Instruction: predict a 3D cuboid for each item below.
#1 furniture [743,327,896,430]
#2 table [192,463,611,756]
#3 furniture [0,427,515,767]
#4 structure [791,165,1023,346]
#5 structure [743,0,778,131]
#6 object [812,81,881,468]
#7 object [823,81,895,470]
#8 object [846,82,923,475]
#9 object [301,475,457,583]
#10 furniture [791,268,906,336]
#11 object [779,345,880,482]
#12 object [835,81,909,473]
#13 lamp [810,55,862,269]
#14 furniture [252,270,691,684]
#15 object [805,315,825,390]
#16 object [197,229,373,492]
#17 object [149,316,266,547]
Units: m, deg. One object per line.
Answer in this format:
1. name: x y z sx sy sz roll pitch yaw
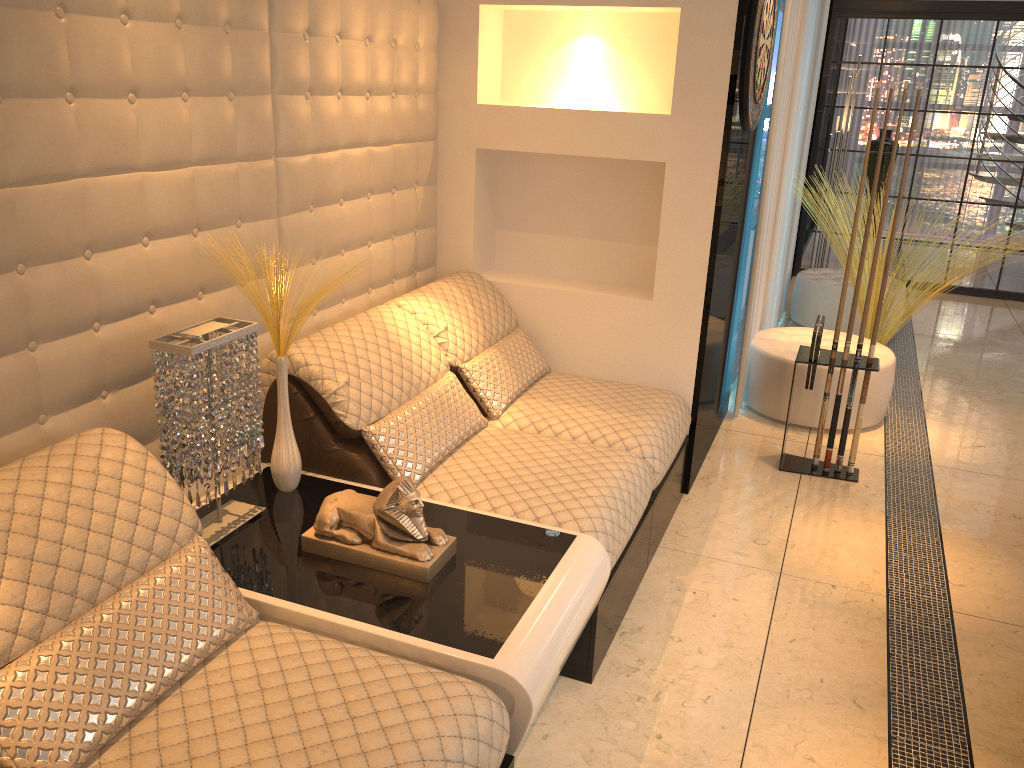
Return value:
1. furniture: 1.563 -0.048 4.554 0.735 0.357 0.735 10 21 21
2. table: -0.388 0.615 2.273 1.143 0.457 0.608 10 20 19
3. furniture: -0.735 0.724 1.374 1.107 0.810 1.312 10 20 19
4. structure: 2.300 -0.624 5.109 1.282 1.142 1.275 -5 21 -22
5. structure: 0.967 -1.326 3.433 0.048 0.669 0.669 10 20 19
6. object: 1.356 -0.389 3.613 0.026 1.605 0.027 -9 22 -29
7. object: 1.400 -0.381 3.597 0.026 1.605 0.027 -9 22 -29
8. object: 1.490 -0.368 3.565 0.026 1.605 0.027 -9 22 -29
9. object: -0.320 0.309 2.137 0.344 0.217 0.155 10 20 19
10. furniture: 2.335 -0.582 6.179 0.735 0.357 0.735 0 19 -7
11. object: 1.351 0.132 3.787 0.325 0.508 0.261 10 20 19
12. object: 1.444 -0.375 3.580 0.026 1.605 0.027 -9 22 -29
13. lamp: 2.436 -1.538 6.742 0.200 1.801 0.418 10 20 19
14. furniture: -0.036 0.166 3.059 1.107 0.810 1.312 10 20 19
15. object: 1.273 -0.116 3.736 0.032 0.297 0.330 10 20 19
16. object: -0.575 -0.047 2.380 0.388 0.718 0.390 6 20 11
17. object: -0.732 0.116 2.174 0.124 0.522 0.247 10 20 19
